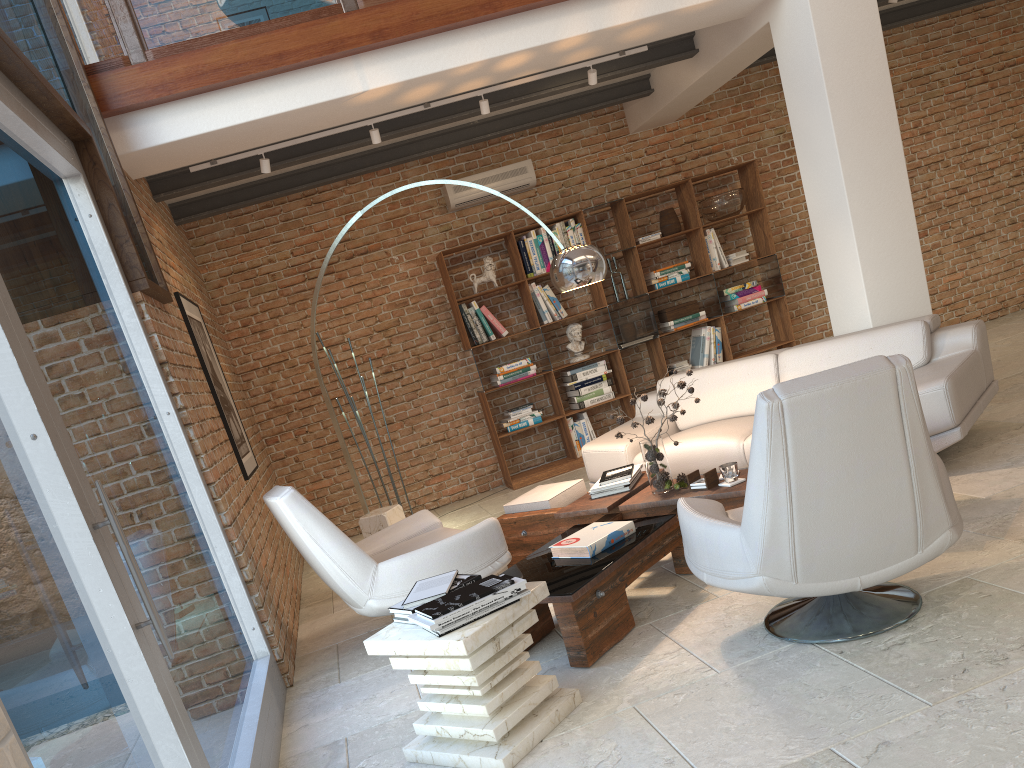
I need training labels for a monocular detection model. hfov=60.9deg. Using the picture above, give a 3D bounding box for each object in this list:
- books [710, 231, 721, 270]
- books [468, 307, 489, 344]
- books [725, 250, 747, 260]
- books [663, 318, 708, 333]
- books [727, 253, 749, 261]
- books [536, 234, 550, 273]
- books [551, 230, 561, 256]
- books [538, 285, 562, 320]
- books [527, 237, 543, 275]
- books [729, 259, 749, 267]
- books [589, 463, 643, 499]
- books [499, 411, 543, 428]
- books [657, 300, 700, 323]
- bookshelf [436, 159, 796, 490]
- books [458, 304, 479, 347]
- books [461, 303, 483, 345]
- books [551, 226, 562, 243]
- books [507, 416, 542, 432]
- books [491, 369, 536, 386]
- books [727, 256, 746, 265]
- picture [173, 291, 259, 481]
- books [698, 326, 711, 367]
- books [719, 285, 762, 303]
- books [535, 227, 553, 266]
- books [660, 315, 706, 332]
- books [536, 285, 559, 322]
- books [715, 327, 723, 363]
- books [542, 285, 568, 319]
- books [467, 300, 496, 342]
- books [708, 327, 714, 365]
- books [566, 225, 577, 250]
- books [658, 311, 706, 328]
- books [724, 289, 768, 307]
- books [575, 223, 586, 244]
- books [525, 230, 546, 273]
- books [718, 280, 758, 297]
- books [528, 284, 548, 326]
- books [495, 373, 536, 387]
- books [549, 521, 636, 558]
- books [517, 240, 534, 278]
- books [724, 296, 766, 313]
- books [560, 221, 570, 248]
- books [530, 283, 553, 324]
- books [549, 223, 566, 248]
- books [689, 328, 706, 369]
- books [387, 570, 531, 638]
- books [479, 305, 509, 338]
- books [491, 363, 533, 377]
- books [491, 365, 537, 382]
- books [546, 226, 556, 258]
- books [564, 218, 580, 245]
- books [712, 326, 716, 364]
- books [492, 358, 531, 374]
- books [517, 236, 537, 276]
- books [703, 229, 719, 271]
[{"bbox_3d":[1.861,-1.236,8.209,0.020,0.369,0.266,-19,10,-12],"label":"books"},{"bbox_3d":[-0.327,-0.524,7.893,0.101,0.343,0.249,-19,10,-11],"label":"books"},{"bbox_3d":[2.106,-1.219,8.252,0.130,0.035,0.205,-19,4,-21],"label":"books"},{"bbox_3d":[1.647,-0.556,8.285,0.352,0.021,0.268,-18,4,-11],"label":"books"},{"bbox_3d":[2.120,-1.196,8.263,0.170,0.019,0.232,-18,4,-8],"label":"books"},{"bbox_3d":[0.260,-1.161,7.890,0.055,0.339,0.249,-19,10,-12],"label":"books"},{"bbox_3d":[0.387,-1.200,7.885,0.055,0.339,0.249,-19,10,-12],"label":"books"},{"bbox_3d":[0.315,-0.735,7.975,0.123,0.359,0.266,-19,10,-11],"label":"books"},{"bbox_3d":[0.176,-1.133,7.858,0.055,0.339,0.249,-19,10,-12],"label":"books"},{"bbox_3d":[2.133,-1.145,8.285,0.170,0.019,0.231,-17,4,-3],"label":"books"},{"bbox_3d":[0.588,0.544,4.938,0.254,0.076,0.384,-15,4,22],"label":"books"},{"bbox_3d":[0.076,0.326,8.103,0.376,0.037,0.240,-18,4,-10],"label":"books"},{"bbox_3d":[1.572,-0.683,8.235,0.332,0.122,0.209,-18,6,-9],"label":"books"},{"bbox_3d":[1.081,-0.535,8.146,3.007,2.267,0.355,-18,13,-9],"label":"bookshelf"},{"bbox_3d":[-0.412,-0.522,7.849,0.090,0.395,0.239,-19,11,-11],"label":"books"},{"bbox_3d":[-0.379,-0.534,7.862,0.090,0.395,0.239,-19,11,-11],"label":"books"},{"bbox_3d":[0.416,-1.225,7.901,0.020,0.369,0.266,-19,10,-12],"label":"books"},{"bbox_3d":[0.110,0.364,8.108,0.327,0.057,0.248,-17,4,0],"label":"books"},{"bbox_3d":[0.010,-0.060,8.009,0.374,0.037,0.241,-18,4,-14],"label":"books"},{"bbox_3d":[2.121,-1.168,8.264,0.132,0.035,0.200,-17,4,-1],"label":"books"},{"bbox_3d":[-1.928,0.030,5.762,0.027,1.230,0.894,-19,10,-12],"label":"picture"},{"bbox_3d":[1.822,-0.351,8.347,0.160,0.383,0.239,-19,11,-11],"label":"books"},{"bbox_3d":[2.181,-0.862,8.354,0.323,0.057,0.251,-18,4,-10],"label":"books"},{"bbox_3d":[0.300,-1.202,7.871,0.036,0.394,0.239,-19,11,-12],"label":"books"},{"bbox_3d":[1.623,-0.579,8.290,0.374,0.037,0.241,-18,4,-14],"label":"books"},{"bbox_3d":[0.296,-0.729,7.963,0.123,0.359,0.266,-19,10,-11],"label":"books"},{"bbox_3d":[1.936,-0.369,8.373,0.115,0.343,0.249,-19,10,-11],"label":"books"},{"bbox_3d":[0.365,-0.741,7.971,0.156,0.338,0.249,-19,10,-11],"label":"books"},{"bbox_3d":[-0.276,-0.564,7.866,0.120,0.392,0.239,-19,11,-11],"label":"books"},{"bbox_3d":[1.871,-0.359,8.366,0.097,0.365,0.266,-19,10,-11],"label":"books"},{"bbox_3d":[0.526,-1.245,7.916,0.055,0.339,0.249,-19,10,-12],"label":"books"},{"bbox_3d":[1.606,-0.611,8.246,0.376,0.037,0.240,-18,4,-11],"label":"books"},{"bbox_3d":[2.241,-0.822,8.363,0.322,0.057,0.252,-18,4,-15],"label":"books"},{"bbox_3d":[0.612,-1.274,7.951,0.055,0.339,0.249,-19,10,-12],"label":"books"},{"bbox_3d":[0.211,-1.173,7.862,0.036,0.394,0.239,-19,11,-12],"label":"books"},{"bbox_3d":[2.149,-0.911,8.338,0.327,0.057,0.248,-17,4,0],"label":"books"},{"bbox_3d":[0.204,-0.718,7.959,0.100,0.395,0.239,-19,11,-11],"label":"books"},{"bbox_3d":[0.025,-0.035,8.023,0.352,0.021,0.268,-18,4,-10],"label":"books"},{"bbox_3d":[0.375,0.723,4.053,0.315,0.058,0.258,-20,5,-40],"label":"books"},{"bbox_3d":[0.100,-1.110,7.865,0.055,0.339,0.249,-19,10,-12],"label":"books"},{"bbox_3d":[2.234,-0.760,8.372,0.324,0.057,0.250,-18,4,-7],"label":"books"},{"bbox_3d":[0.474,-1.258,7.908,0.036,0.394,0.239,-19,11,-12],"label":"books"},{"bbox_3d":[0.244,-0.729,7.942,0.102,0.394,0.239,-19,11,-11],"label":"books"},{"bbox_3d":[0.437,-1.247,7.916,0.036,0.394,0.239,-19,11,-12],"label":"books"},{"bbox_3d":[1.778,-0.338,8.364,0.162,0.383,0.239,-19,11,-11],"label":"books"},{"bbox_3d":[-0.231,0.785,3.213,0.379,0.082,0.568,-19,4,-27],"label":"books"},{"bbox_3d":[-0.185,-0.562,7.909,0.193,0.328,0.249,-19,10,-11],"label":"books"},{"bbox_3d":[-0.004,-0.125,8.007,0.352,0.021,0.268,-18,4,-11],"label":"books"},{"bbox_3d":[0.011,-0.098,7.995,0.374,0.037,0.242,-18,4,-16],"label":"books"},{"bbox_3d":[0.333,-1.213,7.886,0.036,0.394,0.239,-19,11,-12],"label":"books"},{"bbox_3d":[0.562,-1.286,7.922,0.036,0.394,0.239,-19,11,-12],"label":"books"},{"bbox_3d":[1.890,-0.363,8.379,0.097,0.365,0.266,-19,10,-11],"label":"books"},{"bbox_3d":[-0.006,-0.165,7.998,0.324,0.057,0.250,-18,4,-7],"label":"books"},{"bbox_3d":[0.132,-1.135,7.866,0.020,0.369,0.266,-19,10,-12],"label":"books"},{"bbox_3d":[1.832,-1.240,8.192,0.036,0.394,0.239,-19,11,-12],"label":"books"}]
